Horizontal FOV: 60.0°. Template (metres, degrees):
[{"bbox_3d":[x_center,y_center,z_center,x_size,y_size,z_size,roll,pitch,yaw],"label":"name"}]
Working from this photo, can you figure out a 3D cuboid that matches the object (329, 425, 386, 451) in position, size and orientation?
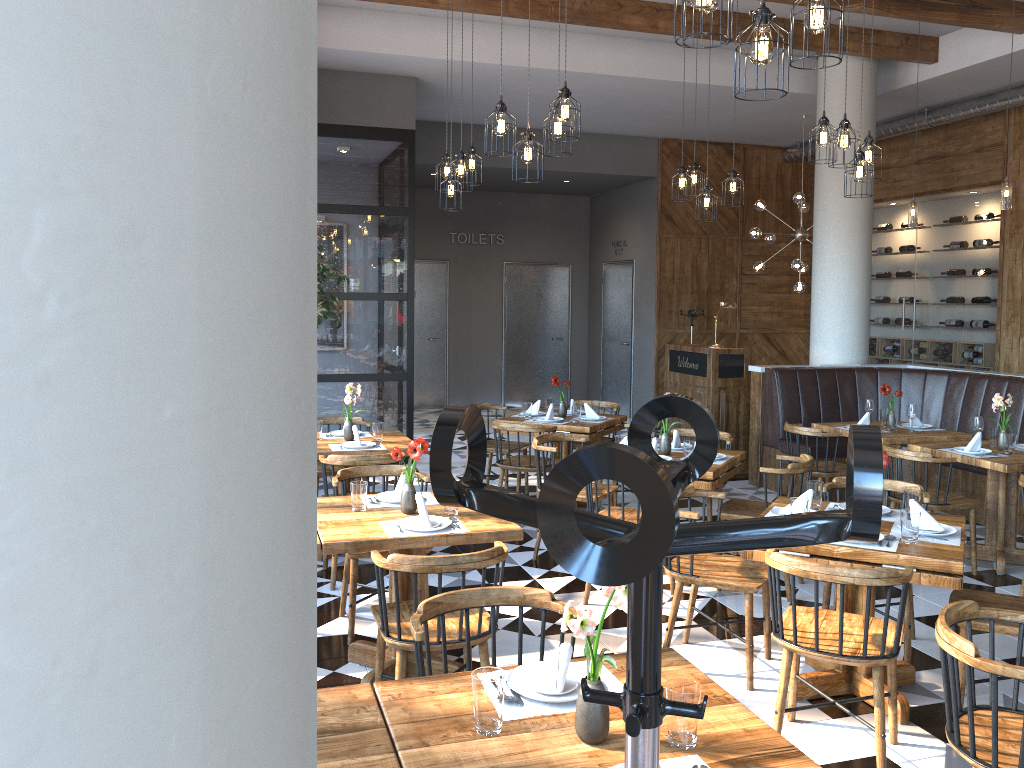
[{"bbox_3d":[-1.030,0.350,5.891,0.352,0.137,0.272,-1,5,-17],"label":"object"}]

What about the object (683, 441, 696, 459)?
[{"bbox_3d":[1.089,0.420,5.434,0.080,0.132,0.080,1,4,-2],"label":"object"}]

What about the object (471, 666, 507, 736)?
[{"bbox_3d":[-0.053,0.724,2.018,0.080,0.132,0.080,-2,4,-32],"label":"object"}]

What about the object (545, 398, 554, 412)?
[{"bbox_3d":[0.330,0.190,7.812,0.080,0.132,0.080,1,4,8],"label":"object"}]

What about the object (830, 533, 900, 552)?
[{"bbox_3d":[1.433,0.580,3.720,0.352,0.137,0.272,3,5,28],"label":"object"}]

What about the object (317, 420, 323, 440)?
[{"bbox_3d":[-1.359,0.322,6.176,0.080,0.132,0.080,-2,4,-32],"label":"object"}]

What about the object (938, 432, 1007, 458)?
[{"bbox_3d":[3.092,0.392,5.949,0.272,0.137,0.353,-1,5,-17],"label":"object"}]

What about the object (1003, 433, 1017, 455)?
[{"bbox_3d":[3.317,0.401,5.907,0.080,0.132,0.080,-2,4,-32],"label":"object"}]

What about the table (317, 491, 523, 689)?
[{"bbox_3d":[-0.487,0.973,4.109,0.850,0.762,0.852,-1,4,-17],"label":"table"}]

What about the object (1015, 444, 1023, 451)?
[{"bbox_3d":[3.596,0.384,6.098,0.272,0.137,0.353,-1,5,-17],"label":"object"}]

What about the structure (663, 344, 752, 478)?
[{"bbox_3d":[2.104,0.247,9.352,0.645,1.297,1.048,0,4,-17],"label":"structure"}]

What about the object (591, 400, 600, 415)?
[{"bbox_3d":[0.718,0.212,7.624,0.080,0.132,0.080,1,4,8],"label":"object"}]

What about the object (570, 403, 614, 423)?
[{"bbox_3d":[0.667,0.229,7.405,0.272,0.137,0.353,3,6,28],"label":"object"}]

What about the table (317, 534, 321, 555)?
[{"bbox_3d":[-1.304,0.987,3.852,0.850,0.762,0.852,-1,4,-17],"label":"table"}]

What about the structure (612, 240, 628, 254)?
[{"bbox_3d":[1.671,-2.123,13.764,0.025,0.196,0.567,0,5,-17],"label":"structure"}]

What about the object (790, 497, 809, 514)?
[{"bbox_3d":[1.251,0.568,3.861,0.080,0.132,0.080,0,4,-12],"label":"object"}]

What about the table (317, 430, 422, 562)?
[{"bbox_3d":[-1.132,0.775,6.163,0.850,0.762,0.852,-1,4,-17],"label":"table"}]

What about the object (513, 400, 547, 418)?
[{"bbox_3d":[0.187,0.201,7.646,0.272,0.137,0.353,3,6,28],"label":"object"}]

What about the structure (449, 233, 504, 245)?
[{"bbox_3d":[-0.576,-2.351,14.345,0.916,0.165,0.035,-1,3,-17],"label":"structure"}]

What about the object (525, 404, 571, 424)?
[{"bbox_3d":[0.306,0.236,7.288,0.352,0.137,0.272,3,5,28],"label":"object"}]

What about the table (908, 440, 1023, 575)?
[{"bbox_3d":[3.341,0.837,6.044,0.850,0.762,0.852,-1,4,-17],"label":"table"}]

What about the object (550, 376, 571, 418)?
[{"bbox_3d":[0.401,0.104,7.542,0.171,0.354,0.156,3,4,30],"label":"object"}]

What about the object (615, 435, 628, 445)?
[{"bbox_3d":[0.694,0.397,5.632,0.080,0.132,0.080,1,4,-2],"label":"object"}]

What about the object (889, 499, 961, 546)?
[{"bbox_3d":[1.794,0.574,3.836,0.272,0.137,0.353,3,6,28],"label":"object"}]

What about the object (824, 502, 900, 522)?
[{"bbox_3d":[1.675,0.539,4.195,0.352,0.137,0.272,3,5,28],"label":"object"}]

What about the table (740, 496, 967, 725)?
[{"bbox_3d":[1.544,1.008,3.982,0.865,0.762,0.866,3,5,27],"label":"table"}]

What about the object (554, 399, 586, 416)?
[{"bbox_3d":[0.547,0.194,7.763,0.352,0.137,0.272,3,5,28],"label":"object"}]

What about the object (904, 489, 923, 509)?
[{"bbox_3d":[1.838,0.556,4.059,0.080,0.132,0.080,0,4,-12],"label":"object"}]

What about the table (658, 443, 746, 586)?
[{"bbox_3d":[0.988,0.837,5.753,0.865,0.762,0.866,3,5,27],"label":"table"}]

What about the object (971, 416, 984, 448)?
[{"bbox_3d":[3.240,0.334,6.171,0.081,0.215,0.081,-1,4,-26],"label":"object"}]

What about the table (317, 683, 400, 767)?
[{"bbox_3d":[-0.645,1.190,1.754,0.850,0.762,0.852,-1,4,-17],"label":"table"}]

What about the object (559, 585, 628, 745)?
[{"bbox_3d":[0.200,0.598,1.956,0.146,0.399,0.207,3,4,36],"label":"object"}]

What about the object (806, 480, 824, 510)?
[{"bbox_3d":[1.450,0.534,4.247,0.080,0.132,0.080,0,4,-12],"label":"object"}]

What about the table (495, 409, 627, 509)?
[{"bbox_3d":[0.425,0.664,7.544,0.865,0.762,0.866,3,5,27],"label":"table"}]

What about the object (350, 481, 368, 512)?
[{"bbox_3d":[-0.710,0.522,4.108,0.080,0.132,0.080,-2,4,-32],"label":"object"}]

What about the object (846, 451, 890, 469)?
[{"bbox_3d":[1.578,0.454,3.922,0.171,0.354,0.156,3,4,38],"label":"object"}]

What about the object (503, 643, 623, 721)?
[{"bbox_3d":[0.109,0.702,2.244,0.352,0.137,0.272,-1,5,-17],"label":"object"}]

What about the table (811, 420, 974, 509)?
[{"bbox_3d":[3.011,0.736,7.095,0.850,0.762,0.852,-1,4,-17],"label":"table"}]

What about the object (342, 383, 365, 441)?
[{"bbox_3d":[-1.105,0.194,6.149,0.146,0.399,0.207,-1,4,-25],"label":"object"}]

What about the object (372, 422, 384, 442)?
[{"bbox_3d":[-0.927,0.332,6.124,0.080,0.132,0.080,-2,4,-32],"label":"object"}]

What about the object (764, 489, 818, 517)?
[{"bbox_3d":[1.314,0.546,4.078,0.272,0.137,0.353,3,6,28],"label":"object"}]

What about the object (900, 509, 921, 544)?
[{"bbox_3d":[1.645,0.590,3.663,0.080,0.132,0.080,1,4,-2],"label":"object"}]

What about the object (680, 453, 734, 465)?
[{"bbox_3d":[1.234,0.402,5.611,0.272,0.137,0.353,3,6,28],"label":"object"}]

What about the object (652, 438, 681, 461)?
[{"bbox_3d":[0.873,0.409,5.494,0.352,0.137,0.272,3,5,28],"label":"object"}]

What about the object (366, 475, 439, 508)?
[{"bbox_3d":[-0.548,0.500,4.337,0.352,0.137,0.272,-1,5,-17],"label":"object"}]

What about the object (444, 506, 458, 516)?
[{"bbox_3d":[-0.278,0.532,4.056,0.080,0.132,0.080,-2,4,-32],"label":"object"}]

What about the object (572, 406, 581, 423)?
[{"bbox_3d":[0.525,0.246,7.229,0.080,0.132,0.080,1,4,-2],"label":"object"}]

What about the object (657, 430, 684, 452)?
[{"bbox_3d":[1.114,0.368,5.969,0.352,0.137,0.272,3,5,28],"label":"object"}]

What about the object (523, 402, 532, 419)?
[{"bbox_3d":[0.130,0.223,7.427,0.080,0.132,0.080,-3,5,-42],"label":"object"}]

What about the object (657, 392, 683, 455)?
[{"bbox_3d":[1.017,0.258,5.721,0.146,0.399,0.207,0,3,-6],"label":"object"}]

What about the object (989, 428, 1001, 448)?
[{"bbox_3d":[3.367,0.377,6.169,0.080,0.132,0.080,0,4,-17],"label":"object"}]

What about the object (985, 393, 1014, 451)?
[{"bbox_3d":[3.323,0.256,6.024,0.146,0.399,0.207,0,3,-10],"label":"object"}]

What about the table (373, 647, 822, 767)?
[{"bbox_3d":[0.172,1.176,2.011,0.850,0.762,0.852,-1,4,-17],"label":"table"}]

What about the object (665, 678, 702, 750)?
[{"bbox_3d":[0.379,0.734,1.965,0.080,0.132,0.080,-2,4,-32],"label":"object"}]

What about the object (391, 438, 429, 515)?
[{"bbox_3d":[-0.455,0.421,4.026,0.156,0.354,0.171,-2,4,-38],"label":"object"}]

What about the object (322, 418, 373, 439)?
[{"bbox_3d":[-1.195,0.301,6.397,0.352,0.137,0.272,-1,5,-17],"label":"object"}]

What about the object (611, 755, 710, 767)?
[{"bbox_3d":[0.275,0.751,1.738,0.352,0.137,0.272,-1,5,-17],"label":"object"}]

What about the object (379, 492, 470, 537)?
[{"bbox_3d":[-0.383,0.549,3.831,0.352,0.137,0.272,-1,5,-17],"label":"object"}]

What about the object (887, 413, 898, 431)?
[{"bbox_3d":[2.987,0.300,6.959,0.080,0.132,0.080,-2,4,-32],"label":"object"}]
